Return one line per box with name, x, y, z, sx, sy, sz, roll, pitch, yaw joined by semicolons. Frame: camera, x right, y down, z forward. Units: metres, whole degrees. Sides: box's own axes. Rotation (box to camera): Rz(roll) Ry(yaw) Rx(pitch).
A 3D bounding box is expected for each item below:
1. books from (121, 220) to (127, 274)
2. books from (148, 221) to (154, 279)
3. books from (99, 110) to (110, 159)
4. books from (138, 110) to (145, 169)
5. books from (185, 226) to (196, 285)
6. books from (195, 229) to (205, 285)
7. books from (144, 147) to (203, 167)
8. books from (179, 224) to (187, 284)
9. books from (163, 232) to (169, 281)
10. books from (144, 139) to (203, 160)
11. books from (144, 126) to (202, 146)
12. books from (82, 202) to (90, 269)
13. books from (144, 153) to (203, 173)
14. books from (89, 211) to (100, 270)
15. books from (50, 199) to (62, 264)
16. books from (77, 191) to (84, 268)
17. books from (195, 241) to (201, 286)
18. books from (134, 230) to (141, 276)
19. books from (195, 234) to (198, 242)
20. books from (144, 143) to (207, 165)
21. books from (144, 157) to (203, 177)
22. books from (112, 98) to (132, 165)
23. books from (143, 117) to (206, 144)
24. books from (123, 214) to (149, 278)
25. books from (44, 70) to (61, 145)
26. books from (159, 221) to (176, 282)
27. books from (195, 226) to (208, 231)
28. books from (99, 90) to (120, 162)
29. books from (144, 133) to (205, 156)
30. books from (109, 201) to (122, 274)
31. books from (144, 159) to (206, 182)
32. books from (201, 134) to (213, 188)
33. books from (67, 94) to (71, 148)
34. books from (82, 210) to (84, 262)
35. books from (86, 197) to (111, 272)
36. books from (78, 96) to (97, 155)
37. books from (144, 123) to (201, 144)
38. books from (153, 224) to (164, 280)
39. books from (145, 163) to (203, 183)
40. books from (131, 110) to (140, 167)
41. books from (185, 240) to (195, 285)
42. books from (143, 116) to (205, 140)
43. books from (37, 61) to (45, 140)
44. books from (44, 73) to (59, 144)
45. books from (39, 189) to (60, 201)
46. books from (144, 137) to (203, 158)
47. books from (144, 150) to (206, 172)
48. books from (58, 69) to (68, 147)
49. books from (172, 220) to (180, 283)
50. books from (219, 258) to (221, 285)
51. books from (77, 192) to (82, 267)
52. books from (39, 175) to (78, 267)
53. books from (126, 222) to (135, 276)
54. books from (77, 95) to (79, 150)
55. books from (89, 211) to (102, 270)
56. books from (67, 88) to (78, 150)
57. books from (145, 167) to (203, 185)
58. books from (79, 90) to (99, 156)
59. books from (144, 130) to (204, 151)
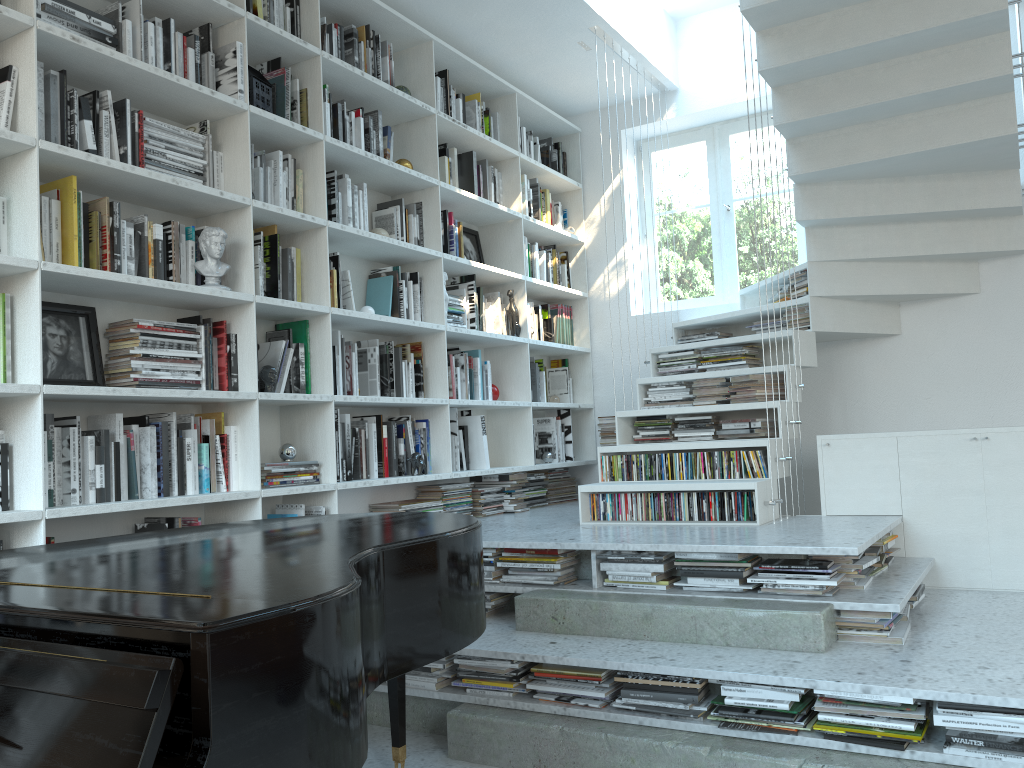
books;-1.392;-0.444;3.055;0.175;0.216;0.024;-5;-4;30
books;-1.335;-0.448;3.151;0.175;0.234;0.010;-5;-4;30
books;-1.434;-0.812;3.036;0.148;0.216;0.024;-5;-4;30
books;-1.360;-0.825;3.130;0.176;0.246;0.013;-5;-4;30
books;-1.241;-0.455;3.341;0.135;0.263;0.014;-5;-4;30
books;-1.206;-0.452;3.381;0.130;0.259;0.025;-5;-4;30
books;-1.301;-0.822;3.277;0.161;0.012;0.254;-5;-5;31
books;-1.262;-0.455;3.292;0.126;0.259;0.024;-5;-4;30
books;-1.302;-0.431;3.187;0.178;0.200;0.029;-5;-4;30
books;-1.299;-0.846;3.276;0.161;0.012;0.254;-5;-4;27
books;-1.303;-0.896;3.280;0.161;0.012;0.254;-5;-5;32
books;-1.469;-0.467;2.967;0.134;0.259;0.028;-5;-4;30
books;-1.298;-0.798;3.275;0.161;0.012;0.254;-5;-4;28
books;-1.440;-0.453;2.974;0.169;0.227;0.012;-5;-4;30
books;-1.515;-0.463;2.865;0.155;0.240;0.029;-5;-4;30
books;-1.466;-0.482;2.916;0.170;0.280;0.010;-5;-4;30
books;-1.229;-0.426;3.348;0.145;0.205;0.012;-5;-4;30
books;-1.368;-0.431;3.119;0.145;0.199;0.050;-5;-4;30
books;-1.233;-0.442;3.370;0.103;0.242;0.021;-5;-4;30
books;-1.298;-0.834;3.275;0.159;0.012;0.285;-5;-5;33
books;-1.298;-0.786;3.274;0.161;0.012;0.254;-5;-5;32
books;-1.393;-0.837;3.085;0.191;0.269;0.021;-5;-4;30
books;-1.298;-0.921;3.278;0.159;0.012;0.285;-5;-4;25
books;-1.345;-0.461;3.144;0.161;0.258;0.014;-5;-4;30
books;-1.532;-0.857;2.890;0.151;0.295;0.029;-5;-4;30
books;-1.284;-0.453;3.201;0.186;0.245;0.012;-5;-4;30
books;-1.203;-0.460;3.408;0.108;0.279;0.025;-5;-4;30
books;-1.424;-0.848;3.063;0.162;0.291;0.049;-5;-4;30
books;-1.304;-0.870;3.280;0.159;0.012;0.285;-5;-4;29
books;-1.400;-0.471;3.018;0.190;0.267;0.028;-5;-4;30
books;-1.295;-0.774;3.272;0.159;0.012;0.285;-5;-4;27
books;-1.207;-0.817;3.404;0.161;0.254;0.012;-5;-4;30
books;-1.504;-0.825;2.923;0.147;0.233;0.014;-5;-4;30
books;-1.476;-0.453;2.941;0.147;0.228;0.024;-5;-4;30
books;-1.423;-0.479;3.008;0.177;0.283;0.013;-5;-4;30
books;-1.463;-0.825;2.975;0.154;0.236;0.066;-5;-4;30
books;-1.307;-0.908;3.283;0.161;0.012;0.254;-5;-5;30
books;-1.316;-0.444;3.162;0.185;0.224;0.029;-5;-4;30
books;-1.298;-0.761;3.274;0.161;0.012;0.254;-5;-4;29
books;-1.377;-0.823;3.124;0.183;0.244;0.015;-5;-4;30
books;-1.244;-0.425;3.314;0.149;0.201;0.035;-5;-4;30
books;-1.305;-0.932;3.282;0.159;0.012;0.285;-5;-5;32
books;-1.557;-0.861;2.828;0.179;0.297;0.026;-5;-4;30
books;-1.530;-0.845;2.857;0.185;0.265;0.025;-5;-4;30
books;-1.516;-0.483;2.889;0.136;0.283;0.010;-5;-4;30
books;-1.301;-0.858;3.278;0.161;0.012;0.254;-5;-5;32
books;-1.301;-0.810;3.277;0.159;0.012;0.285;-5;-5;31
books;-1.515;-0.859;2.903;0.179;0.300;0.011;-5;-4;30
books;-1.277;-0.457;3.247;0.150;0.258;0.025;-5;-4;30
books;-1.179;-0.454;3.416;0.154;0.266;0.014;-5;-4;30
books;-1.465;-0.477;2.889;0.189;0.266;0.015;-5;-4;30
books;-1.474;-0.502;2.878;0.188;0.317;0.014;-5;-4;30
books;-1.379;-0.442;3.079;0.168;0.214;0.030;-5;-4;30
books;-1.489;-0.828;2.944;0.147;0.239;0.011;-5;-4;30
books;-1.438;-0.455;2.994;0.137;0.236;0.025;-5;-4;30
books;-1.494;-0.833;2.933;0.172;0.250;0.014;-5;-4;30
books;-1.300;-0.749;3.274;0.161;0.012;0.254;-5;-5;30
books;-1.453;-0.847;3.021;0.131;0.285;0.022;-5;-4;30
books;-1.297;-0.883;3.276;0.161;0.012;0.254;-5;-5;35
